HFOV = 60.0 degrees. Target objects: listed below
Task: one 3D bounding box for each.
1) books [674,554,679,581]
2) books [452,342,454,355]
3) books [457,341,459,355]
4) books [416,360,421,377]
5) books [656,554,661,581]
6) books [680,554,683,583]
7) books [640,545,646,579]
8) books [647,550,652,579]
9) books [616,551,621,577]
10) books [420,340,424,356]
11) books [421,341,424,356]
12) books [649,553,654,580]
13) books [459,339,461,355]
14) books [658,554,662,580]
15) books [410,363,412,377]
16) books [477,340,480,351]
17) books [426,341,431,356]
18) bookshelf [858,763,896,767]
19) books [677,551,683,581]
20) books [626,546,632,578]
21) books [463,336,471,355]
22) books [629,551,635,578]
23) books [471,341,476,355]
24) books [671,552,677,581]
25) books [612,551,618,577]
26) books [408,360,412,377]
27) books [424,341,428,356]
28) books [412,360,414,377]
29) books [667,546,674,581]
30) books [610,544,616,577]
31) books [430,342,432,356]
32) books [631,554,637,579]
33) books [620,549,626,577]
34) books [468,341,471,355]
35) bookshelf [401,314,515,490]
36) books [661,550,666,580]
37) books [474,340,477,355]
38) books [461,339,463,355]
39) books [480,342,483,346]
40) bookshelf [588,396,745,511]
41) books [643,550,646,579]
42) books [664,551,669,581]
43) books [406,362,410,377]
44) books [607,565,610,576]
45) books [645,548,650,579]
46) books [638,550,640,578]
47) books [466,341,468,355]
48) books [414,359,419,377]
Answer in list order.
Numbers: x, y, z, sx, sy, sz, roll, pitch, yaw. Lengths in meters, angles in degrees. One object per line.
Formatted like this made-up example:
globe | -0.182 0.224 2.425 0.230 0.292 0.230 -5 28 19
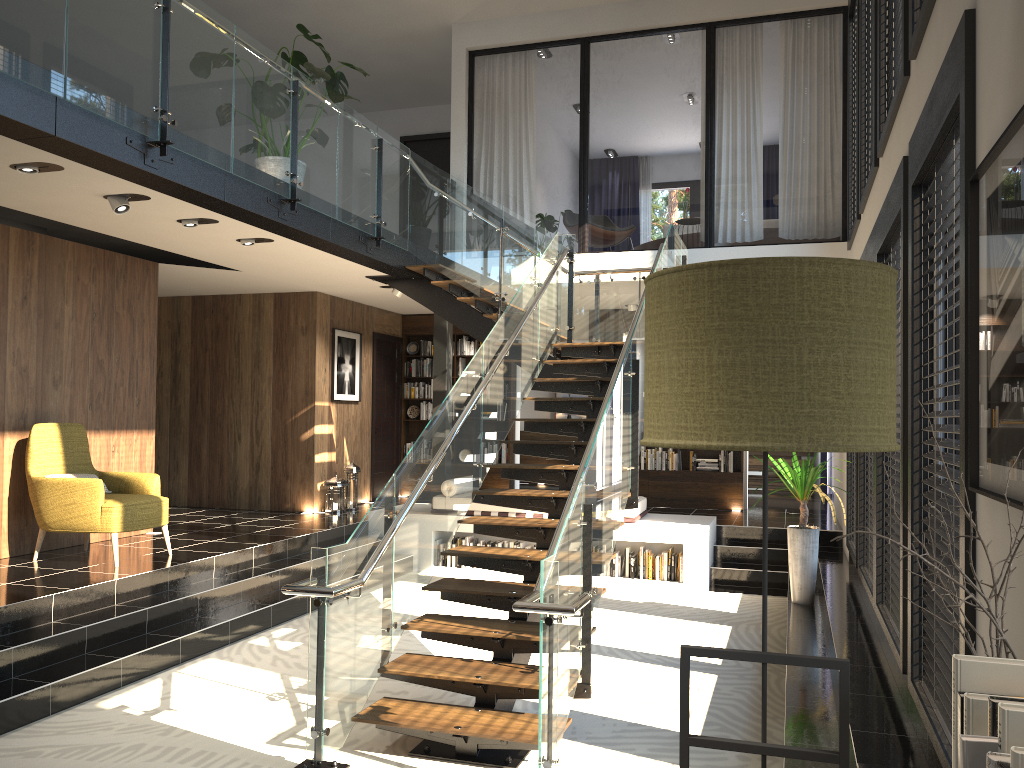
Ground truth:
books | 1.709 1.905 9.216 0.019 0.255 0.180 0 -2 18
books | -0.838 -0.515 12.994 0.023 0.202 0.201 0 -2 18
books | -0.752 -0.515 12.979 0.021 0.204 0.224 0 -2 18
books | -1.382 -0.230 13.162 0.027 0.260 0.181 0 -2 18
books | 1.527 1.908 9.242 0.024 0.246 0.212 0 -2 18
books | 1.768 1.899 9.164 0.037 0.264 0.272 0 -2 18
books | 1.374 1.864 9.305 0.028 0.334 0.205 0 -2 18
books | 1.444 1.889 9.293 0.025 0.285 0.164 0 -2 18
books | 1.122 1.903 9.385 0.019 0.256 0.186 0 -2 18
books | -1.311 -0.529 13.174 0.017 0.234 0.200 0 -2 18
books | -1.303 -0.522 13.132 0.024 0.216 0.210 0 -2 18
books | 1.460 1.906 9.263 0.025 0.249 0.209 0 -2 18
books | -0.722 -0.531 12.983 0.033 0.237 0.231 0 -2 18
books | 1.550 1.907 9.241 0.021 0.248 0.198 0 -2 18
books | -1.460 -0.202 13.186 0.025 0.204 0.192 0 -2 18
books | -0.459 -0.565 12.881 0.015 0.303 0.252 0 -2 18
books | -1.210 -0.521 13.137 0.059 0.216 0.159 0 -2 17
bookshelf | 0.679 1.001 1.137 0.356 0.500 1.304 0 -2 18
books | 1.741 1.889 9.212 0.043 0.287 0.147 0 -2 18
books | 1.234 1.876 9.366 0.027 0.312 0.189 0 -2 18
books | -0.657 -0.552 12.911 0.011 0.276 0.288 0 -2 18
books | 1.265 1.904 9.370 0.030 0.256 0.160 0 -2 18
books | -0.542 -0.518 12.936 0.034 0.211 0.206 0 -2 18
books | 1.682 1.895 9.211 0.030 0.273 0.185 0 -2 18
books | 1.096 1.905 9.393 0.036 0.253 0.178 0 -2 18
books | -1.495 -0.226 13.225 0.066 0.254 0.127 0 -2 17
books | -1.253 -0.524 13.143 0.026 0.222 0.202 0 -2 18
books | -1.432 -0.227 13.177 0.035 0.255 0.183 0 -2 18
books | 1.651 1.868 9.233 0.042 0.328 0.205 0 -2 18
books | 1.069 1.873 9.419 0.033 0.318 0.153 0 -2 18
books | -1.173 -0.518 13.132 0.014 0.212 0.184 0 -2 18
books | 1.285 1.917 9.330 0.032 0.229 0.228 0 -2 18
books | 1.193 1.886 9.393 0.066 0.293 0.142 0 -2 18
books | -0.601 -0.515 12.964 0.027 0.207 0.203 0 -2 18
bookshelf | -0.797 0.325 12.983 1.703 2.682 0.273 0 -1 18
books | 1.587 1.890 9.258 0.039 0.284 0.200 0 -2 18
books | -0.501 -0.523 12.940 0.042 0.223 0.163 0 -2 18
books | -0.695 -0.533 12.949 0.013 0.239 0.255 0 -2 18
books | -0.409 -0.535 12.909 0.064 0.247 0.209 0 -2 18
bookshelf | 2.088 0.326 12.072 2.090 2.682 0.273 0 -1 18
books | 1.400 1.890 9.306 0.023 0.283 0.175 0 -2 18
books | 1.613 1.889 9.230 0.028 0.285 0.211 0 -2 18
books | -1.544 -0.215 13.219 0.023 0.231 0.143 0 -2 18
books | 1.041 1.917 9.431 0.028 0.231 0.158 0 -2 18
books | 1.423 1.881 9.302 0.021 0.302 0.167 0 -2 18
books | 1.357 1.891 9.344 0.026 0.284 0.177 0 -2 18
books | -0.628 -0.520 12.955 0.019 0.216 0.214 0 -2 18
books | -1.406 -0.234 13.165 0.022 0.267 0.198 0 -2 18
